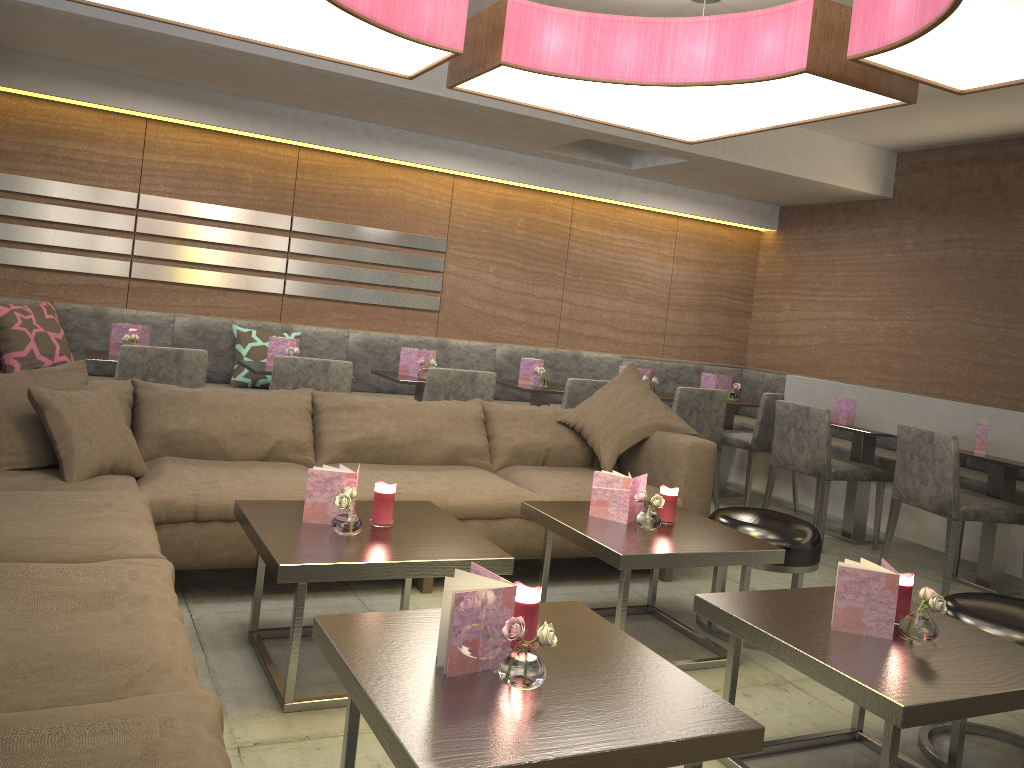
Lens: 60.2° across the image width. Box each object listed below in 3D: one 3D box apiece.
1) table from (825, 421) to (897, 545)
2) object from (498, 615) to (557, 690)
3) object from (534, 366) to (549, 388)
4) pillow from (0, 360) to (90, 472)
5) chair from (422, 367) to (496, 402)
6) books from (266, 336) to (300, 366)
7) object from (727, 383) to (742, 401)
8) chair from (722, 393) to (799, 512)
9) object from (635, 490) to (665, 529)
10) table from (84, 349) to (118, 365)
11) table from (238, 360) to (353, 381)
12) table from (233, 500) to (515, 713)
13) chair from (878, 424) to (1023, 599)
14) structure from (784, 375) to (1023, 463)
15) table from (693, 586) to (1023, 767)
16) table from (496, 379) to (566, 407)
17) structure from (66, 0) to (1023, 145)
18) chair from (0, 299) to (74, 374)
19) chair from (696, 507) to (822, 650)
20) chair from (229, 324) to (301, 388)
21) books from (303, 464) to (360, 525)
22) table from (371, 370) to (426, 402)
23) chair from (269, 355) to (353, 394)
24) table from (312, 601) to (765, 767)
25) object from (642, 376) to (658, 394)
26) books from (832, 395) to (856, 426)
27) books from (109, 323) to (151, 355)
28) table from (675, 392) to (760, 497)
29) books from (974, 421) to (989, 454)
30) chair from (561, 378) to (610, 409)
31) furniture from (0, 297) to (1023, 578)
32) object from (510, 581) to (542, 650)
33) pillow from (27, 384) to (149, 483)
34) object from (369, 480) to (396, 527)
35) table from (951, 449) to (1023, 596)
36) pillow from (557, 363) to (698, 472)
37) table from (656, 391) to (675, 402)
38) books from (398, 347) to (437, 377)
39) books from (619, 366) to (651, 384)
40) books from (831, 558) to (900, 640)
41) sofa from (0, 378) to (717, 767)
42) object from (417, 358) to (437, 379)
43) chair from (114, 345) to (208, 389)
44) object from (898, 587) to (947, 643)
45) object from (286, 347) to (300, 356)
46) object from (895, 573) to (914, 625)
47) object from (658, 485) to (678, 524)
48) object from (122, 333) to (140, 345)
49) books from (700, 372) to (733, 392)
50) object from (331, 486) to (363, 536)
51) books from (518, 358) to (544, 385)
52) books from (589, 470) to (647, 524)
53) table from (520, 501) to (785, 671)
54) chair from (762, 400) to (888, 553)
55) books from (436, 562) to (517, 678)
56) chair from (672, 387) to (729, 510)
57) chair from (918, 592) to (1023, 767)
[{"bbox_3d":[2.027,0.574,5.156,0.504,0.654,0.508,5,2,-27],"label":"table"},{"bbox_3d":[0.025,0.497,1.652,0.095,0.129,0.101,5,3,-44],"label":"object"},{"bbox_3d":[0.183,-0.043,5.367,0.095,0.125,0.105,5,2,-27],"label":"object"},{"bbox_3d":[-1.639,0.120,3.032,0.293,0.394,0.525,8,3,32],"label":"pillow"},{"bbox_3d":[-0.388,0.276,4.814,0.475,0.761,0.494,6,2,-24],"label":"chair"},{"bbox_3d":[-1.247,-0.173,4.822,0.143,0.164,0.158,6,3,-7],"label":"books"},{"bbox_3d":[1.511,0.050,6.037,0.098,0.125,0.099,8,3,33],"label":"object"},{"bbox_3d":[1.597,0.413,5.844,0.475,0.761,0.495,6,2,-30],"label":"chair"},{"bbox_3d":[0.473,0.429,3.040,0.106,0.129,0.095,7,2,23],"label":"object"},{"bbox_3d":[-1.890,0.193,4.421,0.504,0.654,0.508,5,2,-27],"label":"table"},{"bbox_3d":[-1.210,0.240,4.766,0.504,0.654,0.508,5,2,-27],"label":"table"},{"bbox_3d":[-0.454,0.631,2.628,0.655,0.411,0.661,5,4,-27],"label":"table"},{"bbox_3d":[2.140,0.611,4.250,0.491,0.761,0.479,6,2,-15],"label":"chair"},{"bbox_3d":[2.325,0.218,4.516,0.094,0.231,2.503,6,5,-27],"label":"structure"},{"bbox_3d":[0.897,0.821,2.192,0.655,0.411,0.661,5,4,-27],"label":"table"},{"bbox_3d":[0.150,0.335,5.457,0.504,0.654,0.508,5,2,-27],"label":"table"},{"bbox_3d":[0.271,-1.260,2.178,2.439,0.617,2.457,4,5,-27],"label":"structure"},{"bbox_3d":[-2.529,-0.232,4.651,0.296,0.427,0.491,7,3,16],"label":"chair"},{"bbox_3d":[0.934,0.707,3.345,0.425,0.450,0.421,9,3,44],"label":"chair"},{"bbox_3d":[-1.489,-0.142,5.357,0.425,0.395,0.220,5,2,-26],"label":"chair"},{"bbox_3d":[-0.546,0.331,2.686,0.143,0.164,0.158,6,3,-7],"label":"books"},{"bbox_3d":[-0.530,0.288,5.112,0.504,0.654,0.508,5,2,-27],"label":"table"},{"bbox_3d":[-1.070,0.228,4.475,0.476,0.761,0.494,6,2,-20],"label":"chair"},{"bbox_3d":[-0.006,0.758,1.734,0.655,0.411,0.661,5,4,-27],"label":"table"},{"bbox_3d":[0.887,0.007,5.716,0.106,0.125,0.093,7,2,5],"label":"object"},{"bbox_3d":[1.994,0.164,5.181,0.157,0.164,0.143,6,2,-12],"label":"books"},{"bbox_3d":[-1.931,-0.221,4.475,0.143,0.164,0.158,6,3,-7],"label":"books"},{"bbox_3d":[1.447,0.426,6.115,0.504,0.654,0.508,5,2,-27],"label":"table"},{"bbox_3d":[2.401,0.274,4.423,0.143,0.164,0.157,8,3,28],"label":"books"},{"bbox_3d":[0.317,0.326,5.164,0.475,0.761,0.495,5,2,-31],"label":"chair"},{"bbox_3d":[0.348,0.364,4.200,5.630,0.852,4.282,4,5,-27],"label":"furniture"},{"bbox_3d":[0.023,0.481,1.829,0.076,0.128,0.075,8,2,35],"label":"object"},{"bbox_3d":[-1.434,0.174,3.013,0.236,0.322,0.380,7,3,18],"label":"pillow"},{"bbox_3d":[-0.389,0.362,2.676,0.076,0.128,0.075,8,2,35],"label":"object"},{"bbox_3d":[2.410,0.683,4.391,0.504,0.654,0.508,5,2,-27],"label":"table"},{"bbox_3d":[0.522,0.158,4.122,0.619,0.512,0.300,6,2,-13],"label":"pillow"},{"bbox_3d":[0.830,0.383,5.802,0.504,0.654,0.508,5,2,-27],"label":"table"},{"bbox_3d":[-0.553,-0.125,5.175,0.143,0.164,0.157,8,3,28],"label":"books"},{"bbox_3d":[0.809,-0.029,5.866,0.144,0.164,0.157,9,3,43],"label":"books"},{"bbox_3d":[0.873,0.531,2.233,0.143,0.164,0.158,7,3,8],"label":"books"},{"bbox_3d":[-0.036,0.580,2.244,3.169,0.674,3.789,4,5,-27],"label":"sofa"},{"bbox_3d":[-0.485,-0.090,5.024,0.102,0.125,0.094,8,2,27],"label":"object"},{"bbox_3d":[-1.715,0.184,4.133,0.475,0.761,0.495,5,2,-35],"label":"chair"},{"bbox_3d":[1.013,0.562,2.224,0.095,0.125,0.194,7,4,4],"label":"object"},{"bbox_3d":[-1.176,-0.139,4.680,0.092,0.125,0.110,7,2,6],"label":"object"},{"bbox_3d":[1.003,0.552,2.296,0.076,0.128,0.075,7,2,25],"label":"object"},{"bbox_3d":[0.554,0.429,3.147,0.076,0.128,0.075,7,2,25],"label":"object"},{"bbox_3d":[-1.853,-0.185,4.329,0.094,0.125,0.107,7,2,16],"label":"object"},{"bbox_3d":[1.427,0.013,6.189,0.157,0.164,0.144,5,3,-32],"label":"books"},{"bbox_3d":[-0.473,0.363,2.539,0.092,0.132,0.102,7,2,28],"label":"object"},{"bbox_3d":[0.108,-0.078,5.510,0.143,0.164,0.158,6,3,-7],"label":"books"},{"bbox_3d":[0.380,0.396,3.153,0.143,0.164,0.157,8,3,28],"label":"books"},{"bbox_3d":[0.449,0.694,3.087,0.655,0.411,0.661,5,4,-27],"label":"table"},{"bbox_3d":[1.765,0.504,5.012,0.490,0.761,0.479,6,2,-29],"label":"chair"},{"bbox_3d":[-0.062,0.465,1.759,0.143,0.164,0.257,8,4,27],"label":"books"},{"bbox_3d":[0.999,0.376,5.489,0.475,0.761,0.495,6,2,-28],"label":"chair"},{"bbox_3d":[1.381,0.834,2.452,0.421,0.450,0.425,5,3,-31],"label":"chair"}]
